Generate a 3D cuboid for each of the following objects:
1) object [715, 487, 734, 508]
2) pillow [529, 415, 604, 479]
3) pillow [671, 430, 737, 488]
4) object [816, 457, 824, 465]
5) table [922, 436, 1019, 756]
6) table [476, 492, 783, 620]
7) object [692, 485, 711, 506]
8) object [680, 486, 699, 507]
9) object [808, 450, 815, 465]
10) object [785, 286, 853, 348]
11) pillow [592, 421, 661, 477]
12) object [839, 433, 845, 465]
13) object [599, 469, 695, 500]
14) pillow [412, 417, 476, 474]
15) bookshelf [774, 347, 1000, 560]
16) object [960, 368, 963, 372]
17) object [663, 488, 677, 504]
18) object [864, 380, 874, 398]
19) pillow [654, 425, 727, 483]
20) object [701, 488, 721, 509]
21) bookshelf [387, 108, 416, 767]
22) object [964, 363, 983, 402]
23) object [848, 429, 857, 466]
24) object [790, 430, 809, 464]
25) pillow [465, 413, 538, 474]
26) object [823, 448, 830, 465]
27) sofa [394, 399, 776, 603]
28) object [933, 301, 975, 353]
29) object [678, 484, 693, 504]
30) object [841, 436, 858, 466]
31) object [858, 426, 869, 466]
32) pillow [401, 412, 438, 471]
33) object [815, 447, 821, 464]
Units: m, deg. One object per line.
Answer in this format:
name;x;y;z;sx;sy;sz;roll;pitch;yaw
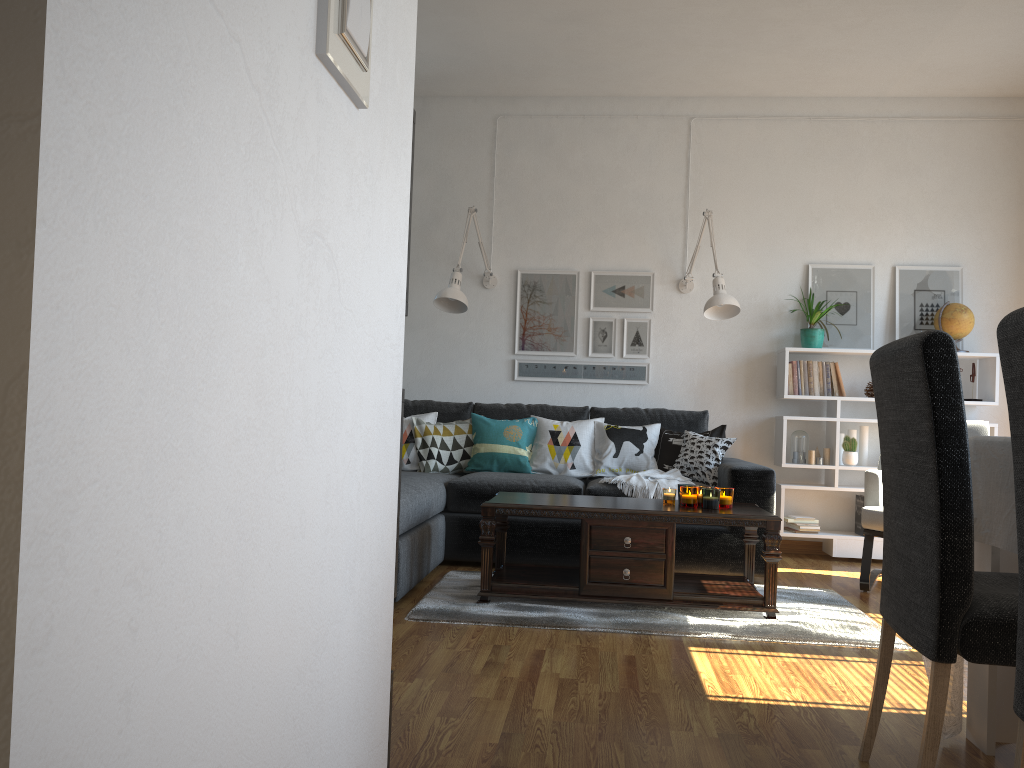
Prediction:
object;0.886;0.474;3.704;0.079;0.081;0.079;2;-2;1
pillow;0.305;0.368;5.033;0.436;0.368;0.285;2;-2;6
pillow;1.030;0.410;4.797;0.169;0.312;0.358;4;-2;-44
object;1.794;0.450;5.167;0.040;0.044;0.040;1;-2;32
table;1.527;0.493;1.403;1.235;0.762;1.857;2;-2;6
table;0.477;0.706;3.739;1.179;0.409;0.570;2;-2;6
object;0.800;0.473;3.754;0.079;0.081;0.079;2;-2;1
object;0.738;0.468;3.690;0.079;0.081;0.079;2;-2;1
object;1.727;0.430;5.223;0.079;0.084;0.176;3;-2;-26
object;1.807;-0.387;5.268;0.424;0.372;0.387;2;-2;-8
pillow;0.647;0.374;4.993;0.382;0.318;0.266;2;-2;6
object;1.950;0.388;5.277;0.051;0.188;0.051;2;-1;12
object;0.679;0.549;4.598;0.488;0.212;0.606;2;-2;2
pillow;-0.370;0.355;5.107;0.454;0.363;0.242;3;-2;-28
bookshelf;2.171;0.411;5.204;1.189;1.200;0.237;2;-1;6
object;2.565;-0.007;5.187;0.134;0.217;0.066;2;-1;21
object;0.675;0.480;3.805;0.060;0.061;0.060;2;-2;11
object;2.131;0.026;5.225;0.095;0.127;0.102;3;-2;-39
pillow;0.993;0.399;4.982;0.449;0.358;0.234;1;-2;32
object;0.813;0.469;3.629;0.079;0.081;0.079;2;-2;1
bookshelf;-0.764;0.182;1.206;1.189;1.200;0.237;2;-1;6
object;2.698;-0.009;5.185;0.075;0.230;0.066;2;-1;-14
object;2.020;0.378;5.271;0.051;0.213;0.051;2;-1;12
object;1.708;0.374;5.268;0.108;0.197;0.108;2;-2;17
pillow;-0.044;0.340;5.066;0.414;0.340;0.273;2;-2;5
object;1.839;0.425;5.181;0.039;0.099;0.039;2;-1;2
sofa;0.038;0.505;4.409;2.508;0.847;2.164;2;-2;6
object;2.583;-0.328;5.184;0.217;0.305;0.216;1;-2;23
object;0.751;0.473;3.815;0.079;0.081;0.079;2;-2;1
object;1.965;0.391;5.151;0.088;0.173;0.087;2;-2;22
object;2.089;0.368;5.269;0.051;0.238;0.051;2;-1;24
pillow;-0.611;0.325;5.059;0.360;0.344;0.173;2;-1;5
object;1.805;0.421;5.249;0.062;0.108;0.062;2;-1;6
